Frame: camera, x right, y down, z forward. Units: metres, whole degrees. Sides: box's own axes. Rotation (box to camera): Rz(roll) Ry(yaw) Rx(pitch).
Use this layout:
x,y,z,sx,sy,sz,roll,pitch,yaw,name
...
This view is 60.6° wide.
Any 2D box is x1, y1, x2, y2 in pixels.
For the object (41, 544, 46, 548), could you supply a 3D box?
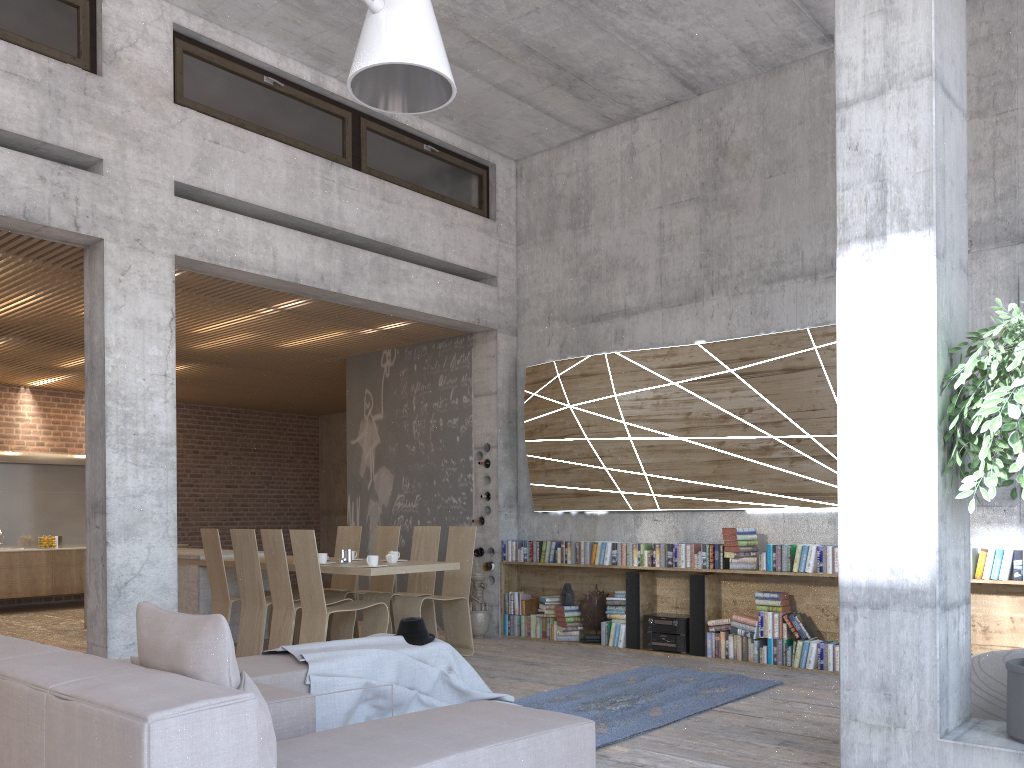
x,y,z,sx,sy,sz,roll,pitch,yaw,name
-6.682,2.305,12.517,0.064,0.063,0.074,-1,-5,6,object

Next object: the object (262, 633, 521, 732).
x,y,z,sx,sy,sz,roll,pitch,yaw,name
-0.772,1.863,5.632,1.600,0.499,1.053,4,-8,-30,object

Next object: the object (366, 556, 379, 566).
x,y,z,sx,sy,sz,roll,pitch,yaw,name
-1.124,1.431,7.079,0.093,0.087,0.118,0,-5,-5,object

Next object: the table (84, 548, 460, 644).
x,y,z,sx,sy,sz,roll,pitch,yaw,name
-2.735,2.198,8.974,5.214,0.917,1.016,-8,-8,41,table

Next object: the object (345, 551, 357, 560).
x,y,z,sx,sy,sz,roll,pitch,yaw,name
-1.510,1.602,8.183,0.093,0.087,0.118,-2,-6,15,object

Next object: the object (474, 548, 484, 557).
x,y,z,sx,sy,sz,roll,pitch,yaw,name
-0.272,1.832,9.545,0.091,0.090,0.337,-4,-8,41,object

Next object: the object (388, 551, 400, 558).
x,y,z,sx,sy,sz,roll,pitch,yaw,name
-1.074,1.566,7.965,0.093,0.087,0.118,-1,-5,5,object

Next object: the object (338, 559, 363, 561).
x,y,z,sx,sy,sz,roll,pitch,yaw,name
-1.508,1.640,8.174,0.186,0.014,0.186,6,-10,-36,object

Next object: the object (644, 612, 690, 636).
x,y,z,sx,sy,sz,roll,pitch,yaw,name
1.470,2.213,8.086,0.442,0.160,0.305,-7,-9,41,object

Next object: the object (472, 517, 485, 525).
x,y,z,sx,sy,sz,roll,pitch,yaw,name
-0.304,1.478,9.463,0.095,0.094,0.340,-4,-8,41,object

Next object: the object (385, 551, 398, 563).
x,y,z,sx,sy,sz,roll,pitch,yaw,name
-1.053,1.518,7.685,0.089,0.111,0.123,-3,-5,32,object

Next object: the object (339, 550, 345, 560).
x,y,z,sx,sy,sz,roll,pitch,yaw,name
-1.492,1.513,7.715,0.052,0.109,0.053,0,-2,-4,object

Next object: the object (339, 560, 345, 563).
x,y,z,sx,sy,sz,roll,pitch,yaw,name
-1.486,1.548,7.651,0.051,0.019,0.051,-4,-8,24,object

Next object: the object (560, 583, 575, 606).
x,y,z,sx,sy,sz,roll,pitch,yaw,name
0.553,2.101,8.761,0.146,0.228,0.136,-2,-3,38,object

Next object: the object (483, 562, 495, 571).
x,y,z,sx,sy,sz,roll,pitch,yaw,name
-0.170,1.949,9.399,0.095,0.094,0.340,-4,-8,41,object

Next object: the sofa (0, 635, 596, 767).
x,y,z,sx,sy,sz,roll,pitch,yaw,name
-1.069,1.536,4.332,3.013,0.780,3.027,-7,-11,41,sofa

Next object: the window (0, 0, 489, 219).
x,y,z,sx,sy,sz,roll,pitch,yaw,name
-3.012,-2.455,6.151,0.113,0.604,8.481,-1,-7,41,window

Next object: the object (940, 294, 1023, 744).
x,y,z,sx,sy,sz,roll,pitch,yaw,name
2.234,0.514,3.543,1.000,1.855,0.972,-1,-2,7,object

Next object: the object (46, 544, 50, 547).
x,y,z,sx,sy,sz,roll,pitch,yaw,name
-6.624,2.305,12.509,0.051,0.052,0.064,0,-5,-6,object

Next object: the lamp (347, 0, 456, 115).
x,y,z,sx,sy,sz,roll,pitch,yaw,name
-1.099,-0.011,2.720,0.757,3.407,2.641,-1,-3,29,lamp

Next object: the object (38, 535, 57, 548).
x,y,z,sx,sy,sz,roll,pitch,yaw,name
-6.658,2.256,12.568,0.208,0.174,0.190,-5,-6,41,object

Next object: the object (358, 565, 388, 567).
x,y,z,sx,sy,sz,roll,pitch,yaw,name
-1.126,1.475,7.092,0.185,0.014,0.187,-5,-10,27,object

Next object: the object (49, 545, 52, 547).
x,y,z,sx,sy,sz,roll,pitch,yaw,name
-6.622,2.319,12.590,0.051,0.055,0.061,-3,-5,31,object

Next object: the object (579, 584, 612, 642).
x,y,z,sx,sy,sz,roll,pitch,yaw,name
0.835,2.259,8.672,0.344,0.566,0.197,0,-1,1,object

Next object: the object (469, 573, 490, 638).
x,y,z,sx,sy,sz,roll,pitch,yaw,name
-0.358,2.337,9.253,0.249,0.679,0.272,-1,-1,3,object

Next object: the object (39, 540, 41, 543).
x,y,z,sx,sy,sz,roll,pitch,yaw,name
-6.750,2.259,12.561,0.063,0.051,0.053,-6,-7,45,object

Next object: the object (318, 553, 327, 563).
x,y,z,sx,sy,sz,roll,pitch,yaw,name
-1.646,1.511,7.587,0.093,0.087,0.118,0,-5,-5,object

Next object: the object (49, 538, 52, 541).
x,y,z,sx,sy,sz,roll,pitch,yaw,name
-6.605,2.222,12.535,0.051,0.052,0.064,0,-5,-1,object

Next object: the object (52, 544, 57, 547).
x,y,z,sx,sy,sz,roll,pitch,yaw,name
-6.565,2.313,12.573,0.053,0.051,0.063,-3,-5,25,object

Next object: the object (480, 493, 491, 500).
x,y,z,sx,sy,sz,roll,pitch,yaw,name
-0.211,1.211,9.431,0.094,0.093,0.348,-4,-8,41,object

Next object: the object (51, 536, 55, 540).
x,y,z,sx,sy,sz,roll,pitch,yaw,name
-6.601,2.219,12.602,0.050,0.059,0.059,0,-4,-14,object

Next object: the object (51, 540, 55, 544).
x,y,z,sx,sy,sz,roll,pitch,yaw,name
-6.588,2.265,12.586,0.053,0.053,0.061,-3,-5,32,object

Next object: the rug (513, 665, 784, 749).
x,y,z,sx,sy,sz,roll,pitch,yaw,name
0.652,2.147,5.883,1.168,0.049,2.933,-8,-11,40,rug

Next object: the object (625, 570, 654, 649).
x,y,z,sx,sy,sz,roll,pitch,yaw,name
1.216,2.159,8.337,0.152,0.756,0.273,-1,-1,41,object

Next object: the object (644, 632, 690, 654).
x,y,z,sx,sy,sz,roll,pitch,yaw,name
1.475,2.375,8.090,0.442,0.163,0.294,-7,-9,41,object

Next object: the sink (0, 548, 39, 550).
x,y,z,sx,sy,sz,roll,pitch,yaw,name
-7.046,2.384,12.167,0.525,0.190,0.733,-7,-10,40,sink

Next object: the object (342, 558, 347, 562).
x,y,z,sx,sy,sz,roll,pitch,yaw,name
-1.464,1.536,7.659,0.051,0.045,0.051,2,-6,-31,object

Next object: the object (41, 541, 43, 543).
x,y,z,sx,sy,sz,roll,pitch,yaw,name
-6.699,2.255,12.526,0.062,0.053,0.052,4,-6,-42,object

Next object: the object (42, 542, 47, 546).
x,y,z,sx,sy,sz,roll,pitch,yaw,name
-6.646,2.271,12.474,0.061,0.053,0.052,3,-5,-37,object

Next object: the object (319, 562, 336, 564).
x,y,z,sx,sy,sz,roll,pitch,yaw,name
-1.647,1.555,7.600,0.185,0.014,0.187,-5,-10,27,object

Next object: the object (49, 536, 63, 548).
x,y,z,sx,sy,sz,roll,pitch,yaw,name
-6.686,2.313,12.850,0.191,0.169,0.192,3,-6,-38,object

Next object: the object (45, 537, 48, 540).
x,y,z,sx,sy,sz,roll,pitch,yaw,name
-6.668,2.212,12.566,0.051,0.053,0.063,0,-5,-12,object

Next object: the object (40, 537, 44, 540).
x,y,z,sx,sy,sz,roll,pitch,yaw,name
-6.719,2.211,12.534,0.063,0.051,0.053,-4,-6,33,object

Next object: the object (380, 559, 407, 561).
x,y,z,sx,sy,sz,roll,pitch,yaw,name
-1.071,1.604,7.957,0.186,0.014,0.186,-9,-12,44,object

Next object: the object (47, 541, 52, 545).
x,y,z,sx,sy,sz,roll,pitch,yaw,name
-6.603,2.272,12.529,0.061,0.054,0.051,3,-5,-35,object

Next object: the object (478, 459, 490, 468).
x,y,z,sx,sy,sz,roll,pitch,yaw,name
-0.239,0.854,9.402,0.091,0.090,0.337,-4,-8,41,object

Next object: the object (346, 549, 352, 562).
x,y,z,sx,sy,sz,roll,pitch,yaw,name
-1.433,1.511,7.710,0.052,0.111,0.053,0,-2,-4,object

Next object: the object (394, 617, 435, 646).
x,y,z,sx,sy,sz,roll,pitch,yaw,name
-0.652,1.614,5.751,0.303,0.168,0.300,-4,-7,28,object

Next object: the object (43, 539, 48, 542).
x,y,z,sx,sy,sz,roll,pitch,yaw,name
-6.652,2.229,12.500,0.061,0.052,0.054,0,-4,-1,object

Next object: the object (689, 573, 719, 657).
x,y,z,sx,sy,sz,roll,pitch,yaw,name
1.729,2.089,7.891,0.152,0.756,0.273,-1,-1,41,object

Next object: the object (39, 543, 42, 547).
x,y,z,sx,sy,sz,roll,pitch,yaw,name
-6.735,2.304,12.548,0.060,0.057,0.052,1,-4,-12,object
